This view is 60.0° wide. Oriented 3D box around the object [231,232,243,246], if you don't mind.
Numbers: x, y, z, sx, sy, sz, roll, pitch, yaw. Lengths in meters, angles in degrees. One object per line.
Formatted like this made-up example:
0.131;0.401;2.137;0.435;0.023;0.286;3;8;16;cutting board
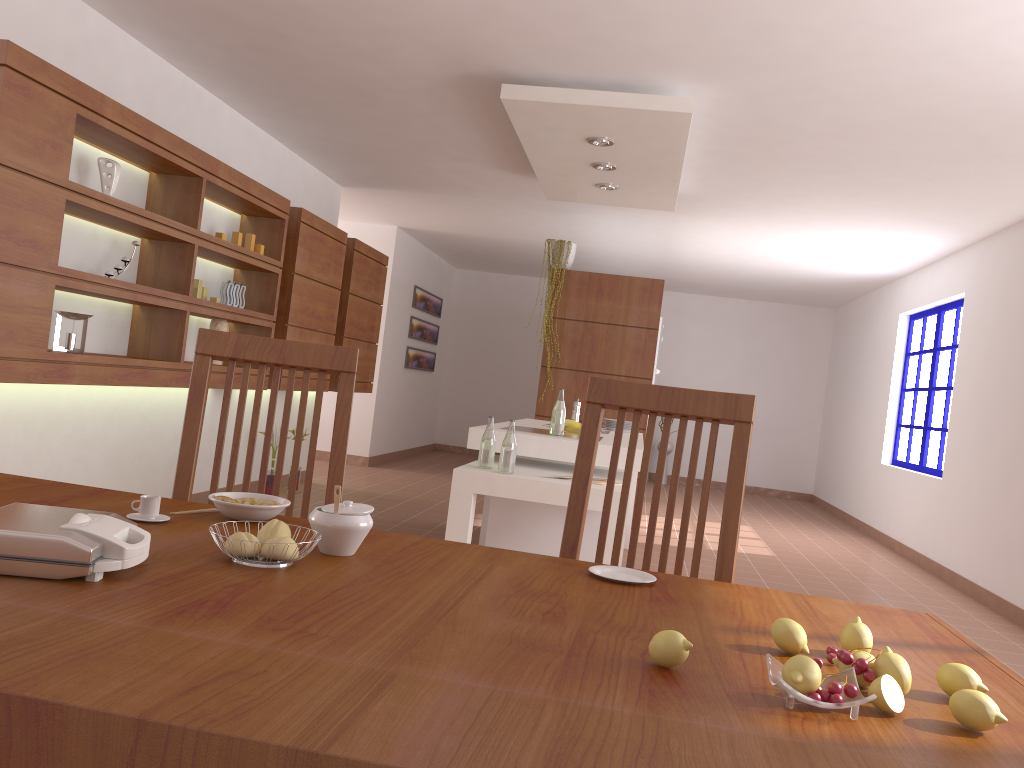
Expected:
-1.582;-0.830;5.096;0.044;0.099;0.044;7;0;8;object

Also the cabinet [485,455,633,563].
0.296;0.720;5.130;0.737;0.700;2.048;7;0;8;cabinet

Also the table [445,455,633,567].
0.150;0.729;4.143;0.737;0.647;1.003;7;0;8;table

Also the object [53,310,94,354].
-1.902;-0.222;3.829;0.159;0.171;0.159;7;0;44;object

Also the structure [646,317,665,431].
1.458;0.227;9.315;0.089;1.862;0.604;7;0;8;structure

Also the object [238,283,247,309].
-1.643;-0.528;5.341;0.054;0.165;0.065;7;0;24;object

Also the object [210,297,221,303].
-1.691;-0.472;5.051;0.044;0.040;0.044;7;0;8;object

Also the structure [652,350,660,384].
1.267;-0.056;7.850;0.056;0.454;0.614;7;0;8;structure

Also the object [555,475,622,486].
0.335;0.423;3.885;0.266;0.006;0.168;7;0;25;object

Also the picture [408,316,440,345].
-1.058;-0.640;10.774;0.015;0.248;1.408;7;0;8;picture

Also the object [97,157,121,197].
-1.808;-0.908;3.962;0.103;0.197;0.071;7;0;-30;object

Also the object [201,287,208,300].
-1.760;-0.505;5.037;0.044;0.090;0.044;7;0;8;object

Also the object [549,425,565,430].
0.243;0.243;4.966;0.060;0.033;0.207;7;0;-12;object

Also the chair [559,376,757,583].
0.177;0.520;1.536;0.444;1.063;0.574;7;0;18;chair

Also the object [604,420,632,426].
0.738;0.270;6.037;0.228;0.020;0.228;7;0;-10;object

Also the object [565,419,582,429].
0.330;0.226;4.950;0.207;0.055;0.047;7;0;-15;object

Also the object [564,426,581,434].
0.342;0.255;4.925;0.060;0.033;0.207;7;0;-37;object

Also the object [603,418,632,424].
0.739;0.260;6.037;0.228;0.020;0.228;7;0;-10;object

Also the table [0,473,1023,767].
-0.308;0.623;1.123;1.800;0.740;0.900;7;0;8;table

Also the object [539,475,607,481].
0.282;0.410;3.866;0.375;0.008;0.041;7;0;-25;object

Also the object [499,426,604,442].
0.215;0.254;4.566;0.493;0.006;0.551;7;0;8;object

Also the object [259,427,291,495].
-1.701;0.551;6.313;0.087;0.546;0.296;7;0;24;object

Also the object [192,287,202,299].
-1.729;-0.491;4.849;0.044;0.070;0.044;7;0;8;object

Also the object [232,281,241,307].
-1.664;-0.531;5.292;0.054;0.165;0.065;7;0;24;object

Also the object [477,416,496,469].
-0.104;0.255;3.887;0.071;0.230;0.071;7;0;-10;object

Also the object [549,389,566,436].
0.232;0.137;4.357;0.071;0.230;0.071;7;0;-10;object

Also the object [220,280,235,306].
-1.685;-0.533;5.244;0.054;0.165;0.065;7;0;24;object

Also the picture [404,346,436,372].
-1.101;-0.292;10.774;0.015;0.248;1.408;7;0;8;picture

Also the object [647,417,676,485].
1.937;0.719;11.323;0.655;1.112;0.284;7;0;28;object

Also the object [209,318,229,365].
-1.719;-0.255;5.168;0.100;0.284;0.100;7;0;39;object

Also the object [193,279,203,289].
-1.750;-0.519;4.917;0.044;0.120;0.044;7;0;8;object

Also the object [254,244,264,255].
-1.535;-0.810;5.382;0.044;0.070;0.044;7;0;8;object

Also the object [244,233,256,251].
-1.575;-0.840;5.324;0.044;0.120;0.044;7;0;8;object

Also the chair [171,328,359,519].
-0.508;0.436;1.637;0.444;1.063;0.574;7;0;-11;chair

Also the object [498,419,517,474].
-0.012;0.266;3.775;0.071;0.230;0.071;7;0;-10;object

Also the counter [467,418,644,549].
0.306;0.671;5.186;0.821;0.800;2.156;7;0;8;counter

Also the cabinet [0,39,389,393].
-1.857;-0.605;5.473;0.754;1.200;4.718;7;0;8;cabinet

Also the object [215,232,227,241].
-1.587;-0.806;4.832;0.044;0.049;0.044;7;0;8;object

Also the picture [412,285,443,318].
-1.015;-0.987;10.774;0.015;0.248;1.408;7;0;8;picture

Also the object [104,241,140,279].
-1.831;-0.584;4.173;0.136;0.227;0.190;7;0;40;object

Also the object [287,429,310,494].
-1.640;0.559;6.753;0.087;0.546;0.296;7;0;9;object
